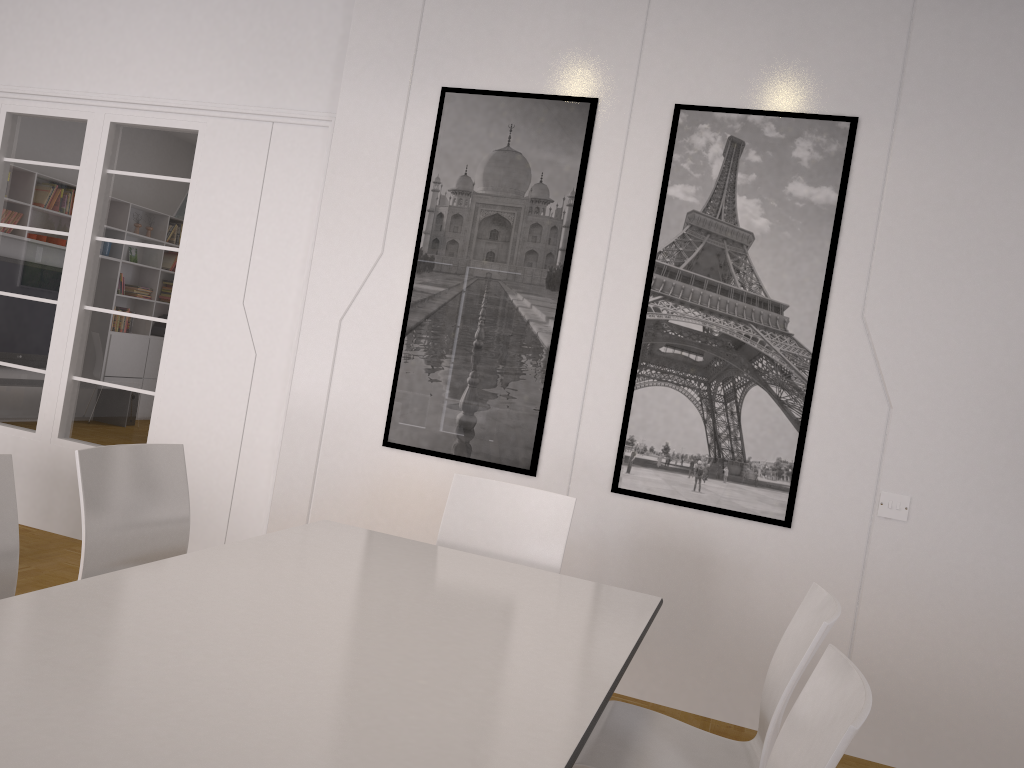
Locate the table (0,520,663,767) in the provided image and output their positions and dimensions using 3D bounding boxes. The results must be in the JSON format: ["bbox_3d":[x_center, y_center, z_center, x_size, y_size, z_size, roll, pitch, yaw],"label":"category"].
[{"bbox_3d":[-0.489,0.899,1.815,1.212,0.722,2.409,10,1,16],"label":"table"}]

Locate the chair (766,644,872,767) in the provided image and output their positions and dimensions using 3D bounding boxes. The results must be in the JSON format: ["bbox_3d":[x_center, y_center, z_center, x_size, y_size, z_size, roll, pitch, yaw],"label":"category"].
[{"bbox_3d":[0.263,0.927,1.593,0.576,0.931,0.560,9,0,16],"label":"chair"}]

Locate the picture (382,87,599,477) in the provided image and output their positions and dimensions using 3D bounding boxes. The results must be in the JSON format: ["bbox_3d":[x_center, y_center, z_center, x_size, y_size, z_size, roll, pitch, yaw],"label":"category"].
[{"bbox_3d":[-0.118,-0.511,4.217,0.787,1.780,0.013,9,0,16],"label":"picture"}]

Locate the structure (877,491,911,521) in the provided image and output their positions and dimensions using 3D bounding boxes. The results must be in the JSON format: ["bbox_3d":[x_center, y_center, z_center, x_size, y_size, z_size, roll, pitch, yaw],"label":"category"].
[{"bbox_3d":[1.584,0.507,3.677,0.114,0.104,0.013,10,0,16],"label":"structure"}]

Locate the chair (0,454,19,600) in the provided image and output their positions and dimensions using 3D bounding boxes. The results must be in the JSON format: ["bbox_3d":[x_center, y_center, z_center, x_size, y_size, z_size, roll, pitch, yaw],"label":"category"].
[{"bbox_3d":[-1.218,0.673,2.007,0.576,0.931,0.560,9,0,16],"label":"chair"}]

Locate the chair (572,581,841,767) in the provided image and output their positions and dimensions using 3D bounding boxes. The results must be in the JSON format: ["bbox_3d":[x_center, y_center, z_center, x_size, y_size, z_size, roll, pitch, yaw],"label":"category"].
[{"bbox_3d":[0.447,0.945,2.226,0.576,0.931,0.560,9,0,16],"label":"chair"}]

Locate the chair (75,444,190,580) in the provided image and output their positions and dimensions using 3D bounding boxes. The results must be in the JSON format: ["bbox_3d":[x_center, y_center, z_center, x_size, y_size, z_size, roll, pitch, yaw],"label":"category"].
[{"bbox_3d":[-1.022,0.692,2.680,0.576,0.931,0.560,9,0,16],"label":"chair"}]

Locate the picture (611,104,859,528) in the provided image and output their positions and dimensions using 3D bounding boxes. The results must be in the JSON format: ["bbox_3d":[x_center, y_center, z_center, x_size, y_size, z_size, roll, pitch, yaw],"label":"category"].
[{"bbox_3d":[0.962,-0.325,3.892,0.787,1.780,0.016,9,0,16],"label":"picture"}]

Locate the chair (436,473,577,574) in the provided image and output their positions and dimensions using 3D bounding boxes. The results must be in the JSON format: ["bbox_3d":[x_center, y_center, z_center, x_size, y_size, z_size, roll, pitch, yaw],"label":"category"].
[{"bbox_3d":[-0.134,0.825,3.034,0.561,0.931,0.575,9,0,16],"label":"chair"}]
